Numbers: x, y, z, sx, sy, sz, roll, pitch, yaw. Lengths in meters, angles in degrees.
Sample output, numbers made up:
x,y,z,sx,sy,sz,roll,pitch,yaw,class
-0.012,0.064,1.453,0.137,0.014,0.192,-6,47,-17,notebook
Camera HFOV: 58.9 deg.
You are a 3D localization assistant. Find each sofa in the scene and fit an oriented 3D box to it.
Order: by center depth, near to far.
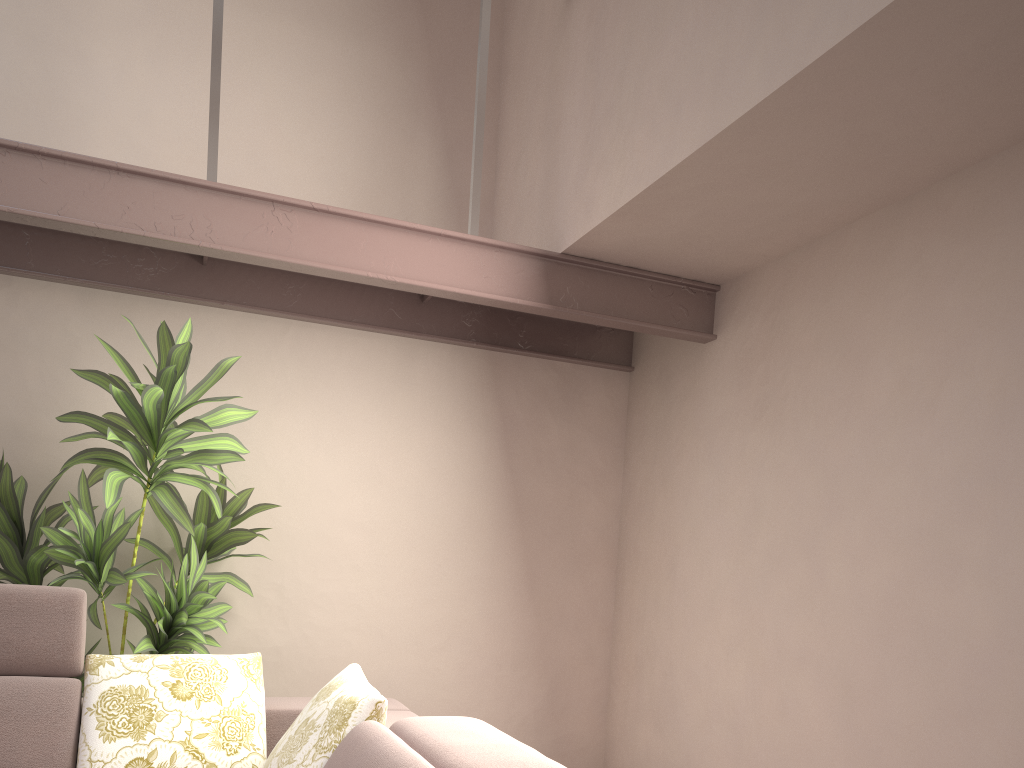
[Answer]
x,y,z,sx,sy,sz,roll,pitch,yaw,class
-1.516,0.869,1.719,3.194,0.942,2.160,8,-10,-21,sofa

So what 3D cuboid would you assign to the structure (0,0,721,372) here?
x,y,z,sx,sy,sz,roll,pitch,yaw,class
-2.159,-0.416,1.171,7.284,3.223,3.765,7,-6,-21,structure
